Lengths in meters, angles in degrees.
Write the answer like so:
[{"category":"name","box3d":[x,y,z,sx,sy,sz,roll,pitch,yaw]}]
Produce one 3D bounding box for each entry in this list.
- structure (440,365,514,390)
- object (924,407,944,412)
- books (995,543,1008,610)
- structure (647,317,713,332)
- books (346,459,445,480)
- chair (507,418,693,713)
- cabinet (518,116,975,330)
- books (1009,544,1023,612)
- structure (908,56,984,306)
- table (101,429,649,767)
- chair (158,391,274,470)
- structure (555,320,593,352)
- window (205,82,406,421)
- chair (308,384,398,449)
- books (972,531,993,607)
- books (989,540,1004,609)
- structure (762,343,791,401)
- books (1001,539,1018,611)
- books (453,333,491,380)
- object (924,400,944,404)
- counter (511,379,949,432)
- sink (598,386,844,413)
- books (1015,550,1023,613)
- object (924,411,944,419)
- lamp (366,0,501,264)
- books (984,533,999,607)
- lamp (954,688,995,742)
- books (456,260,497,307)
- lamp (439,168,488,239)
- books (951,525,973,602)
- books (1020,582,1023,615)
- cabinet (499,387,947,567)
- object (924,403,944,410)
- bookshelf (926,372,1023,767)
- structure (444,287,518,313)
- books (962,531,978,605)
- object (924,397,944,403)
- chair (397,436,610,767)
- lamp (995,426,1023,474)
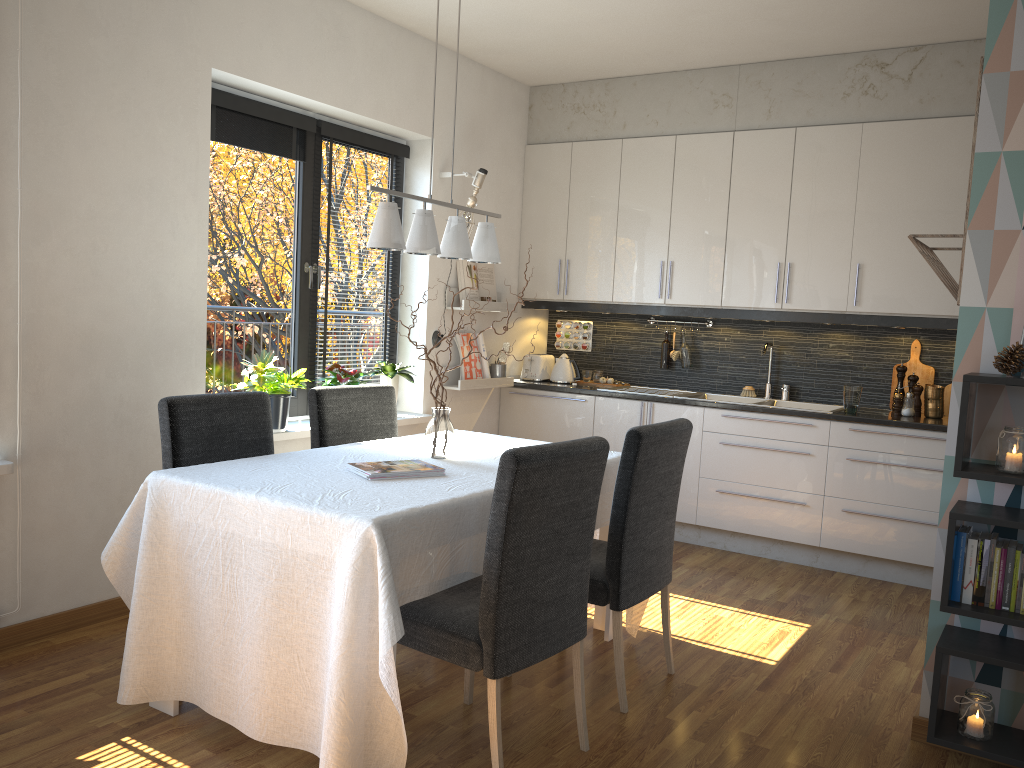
[{"category":"structure","box3d":[-0.206,-0.044,5.516,0.147,0.129,0.594,6,6,32]},{"category":"object","box3d":[2.282,0.143,4.796,0.099,0.048,0.100,-1,6,-39]},{"category":"books","box3d":[1.450,0.564,2.622,0.015,0.181,0.116,6,6,32]},{"category":"structure","box3d":[1.080,-0.386,5.766,0.442,0.081,0.067,6,6,32]},{"category":"books","box3d":[-0.386,0.283,2.945,0.278,0.022,0.204,0,5,-31]},{"category":"chair","box3d":[0.300,0.590,3.229,0.544,0.961,0.461,6,6,32]},{"category":"cabinet","box3d":[1.957,-0.867,4.954,4.232,1.071,0.457,6,6,32]},{"category":"books","box3d":[1.483,0.567,2.607,0.015,0.181,0.116,6,6,32]},{"category":"structure","box3d":[1.509,-0.653,3.037,0.185,0.776,0.495,6,6,32]},{"category":"table","box3d":[-0.333,0.656,3.232,1.234,0.764,1.855,6,6,33]},{"category":"chair","box3d":[-0.907,0.532,3.156,0.544,0.961,0.461,6,6,32]},{"category":"structure","box3d":[0.426,-0.338,6.196,0.279,0.210,0.045,6,6,32]},{"category":"window","box3d":[-1.073,-0.596,4.573,0.119,1.590,1.560,6,6,32]},{"category":"chair","box3d":[-0.531,0.505,3.750,0.544,0.961,0.461,7,7,37]},{"category":"books","box3d":[1.408,0.550,2.652,0.032,0.200,0.123,6,6,32]},{"category":"books","box3d":[1.437,0.563,2.628,0.015,0.181,0.116,6,6,32]},{"category":"structure","box3d":[1.605,-0.074,5.368,0.167,0.347,0.195,5,6,24]},{"category":"books","box3d":[1.469,0.563,2.617,0.021,0.188,0.121,6,6,32]},{"category":"books","box3d":[-0.243,-0.152,5.460,0.138,0.331,0.283,6,6,30]},{"category":"object","box3d":[2.282,0.104,4.797,0.099,0.043,0.100,5,5,20]},{"category":"counter","box3d":[1.859,0.242,4.992,4.247,0.193,0.622,6,5,32]},{"category":"sink","box3d":[1.248,0.164,5.350,1.420,0.169,0.474,6,5,32]},{"category":"books","box3d":[1.491,0.572,2.593,0.012,0.175,0.099,6,6,32]},{"category":"object","box3d":[2.283,0.165,4.798,0.100,0.036,0.100,1,5,-25]},{"category":"lamp","box3d":[-0.227,-1.091,3.080,0.131,1.286,0.759,6,6,32]},{"category":"books","box3d":[1.428,0.551,2.640,0.014,0.203,0.115,6,6,32]},{"category":"lamp","box3d":[1.385,0.987,2.649,0.106,0.131,0.098,-2,7,-44]},{"category":"books","box3d":[-0.199,-0.606,5.463,0.109,0.299,0.364,6,6,32]},{"category":"lamp","box3d":[-0.285,-1.034,5.092,0.311,0.395,0.131,7,6,36]},{"category":"books","box3d":[1.361,0.540,2.683,0.029,0.210,0.127,6,6,32]},{"category":"books","box3d":[1.498,0.583,2.583,0.013,0.156,0.100,6,6,32]},{"category":"cabinet","box3d":[1.691,0.542,4.777,4.220,0.691,0.040,6,6,32]},{"category":"object","box3d":[2.281,0.125,4.796,0.099,0.051,0.099,5,5,18]},{"category":"bookshelf","box3d":[1.823,0.618,2.377,1.189,1.202,0.237,6,6,32]},{"category":"structure","box3d":[-0.181,-0.514,5.472,0.147,0.129,0.594,6,6,32]},{"category":"books","box3d":[1.382,0.551,2.665,0.025,0.195,0.126,6,6,32]},{"category":"object","box3d":[2.281,0.083,4.796,0.099,0.057,0.101,8,7,43]},{"category":"chair","box3d":[-0.076,0.617,2.635,0.544,0.961,0.461,7,7,37]},{"category":"lamp","box3d":[1.450,0.189,2.561,0.106,0.131,0.098,8,7,44]}]
